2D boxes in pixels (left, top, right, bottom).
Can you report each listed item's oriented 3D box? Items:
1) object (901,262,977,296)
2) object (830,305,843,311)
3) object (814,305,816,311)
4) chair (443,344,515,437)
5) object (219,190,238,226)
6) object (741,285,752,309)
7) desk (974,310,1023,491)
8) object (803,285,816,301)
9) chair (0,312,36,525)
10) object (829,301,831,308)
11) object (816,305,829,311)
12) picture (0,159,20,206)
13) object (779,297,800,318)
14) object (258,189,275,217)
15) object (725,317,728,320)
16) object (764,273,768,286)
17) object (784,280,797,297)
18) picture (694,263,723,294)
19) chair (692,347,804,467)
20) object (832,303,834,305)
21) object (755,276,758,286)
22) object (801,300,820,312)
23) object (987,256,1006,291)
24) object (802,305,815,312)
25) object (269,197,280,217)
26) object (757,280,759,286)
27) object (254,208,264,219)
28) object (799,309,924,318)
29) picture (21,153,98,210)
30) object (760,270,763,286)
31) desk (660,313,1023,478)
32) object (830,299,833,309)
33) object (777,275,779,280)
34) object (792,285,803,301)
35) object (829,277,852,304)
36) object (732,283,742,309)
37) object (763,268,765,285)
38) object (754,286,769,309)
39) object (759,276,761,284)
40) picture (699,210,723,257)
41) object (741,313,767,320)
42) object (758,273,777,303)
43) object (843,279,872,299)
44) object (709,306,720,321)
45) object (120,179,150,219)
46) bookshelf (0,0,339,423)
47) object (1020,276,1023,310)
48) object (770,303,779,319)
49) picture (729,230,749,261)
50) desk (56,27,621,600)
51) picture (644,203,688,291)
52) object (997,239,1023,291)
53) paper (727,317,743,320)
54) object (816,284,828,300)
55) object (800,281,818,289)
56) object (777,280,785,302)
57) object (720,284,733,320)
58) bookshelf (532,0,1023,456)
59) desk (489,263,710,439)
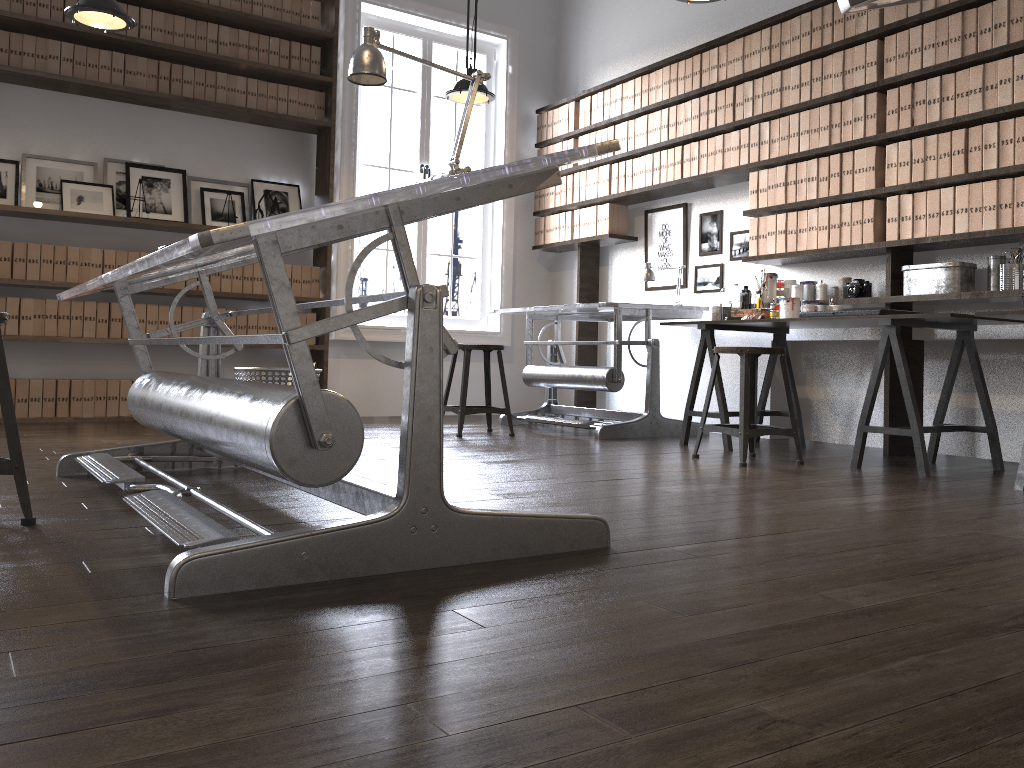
[{"bbox_3d":[2.069,-0.501,4.297,0.193,0.152,0.317,1,1,-33],"label":"object"},{"bbox_3d":[1.674,-0.359,4.574,0.062,0.094,0.062,1,-1,16],"label":"object"},{"bbox_3d":[1.594,-0.363,4.643,0.044,0.101,0.045,2,-1,-33],"label":"object"},{"bbox_3d":[-0.208,0.036,5.130,0.358,0.528,0.371,2,-1,-25],"label":"chair"},{"bbox_3d":[-1.868,-1.148,5.842,0.124,0.260,0.040,2,-2,-33],"label":"object"},{"bbox_3d":[1.333,-0.447,5.056,0.068,0.230,0.069,2,-2,-36],"label":"object"},{"bbox_3d":[2.493,0.091,2.865,0.655,0.670,1.669,1,1,-33],"label":"desk"},{"bbox_3d":[1.637,-0.498,4.874,0.062,0.093,0.063,1,-1,43],"label":"object"},{"bbox_3d":[-1.405,0.084,2.139,0.358,0.528,0.371,1,-1,35],"label":"chair"},{"bbox_3d":[1.657,-0.382,4.642,0.005,0.118,0.036,3,-2,-39],"label":"object"},{"bbox_3d":[1.609,-0.361,4.587,0.062,0.093,0.063,1,-1,16],"label":"object"},{"bbox_3d":[-3.091,-1.193,5.277,0.266,0.315,0.058,2,-1,-33],"label":"picture"},{"bbox_3d":[1.471,-0.386,4.694,0.104,0.142,0.105,2,-1,-41],"label":"object"},{"bbox_3d":[-1.661,-1.169,5.987,0.118,0.304,0.040,2,-2,-33],"label":"object"},{"bbox_3d":[1.205,-0.350,4.911,0.049,0.037,0.049,1,0,-36],"label":"object"},{"bbox_3d":[1.378,-0.512,4.859,0.006,0.193,0.055,2,-2,-34],"label":"object"},{"bbox_3d":[1.588,-0.527,5.056,0.070,0.130,0.070,1,-1,5],"label":"object"},{"bbox_3d":[1.286,-0.687,5.779,0.023,0.184,0.251,2,0,-33],"label":"picture"},{"bbox_3d":[1.079,0.097,4.045,0.358,0.528,0.371,2,-1,-25],"label":"chair"},{"bbox_3d":[1.673,-0.373,4.654,0.004,0.103,0.035,3,-2,-40],"label":"object"},{"bbox_3d":[1.364,-0.506,4.873,0.008,0.186,0.071,2,-1,-32],"label":"object"},{"bbox_3d":[1.587,-0.378,4.712,0.094,0.128,0.095,2,0,-29],"label":"object"},{"bbox_3d":[2.270,-0.504,4.148,0.079,0.188,0.078,1,-1,36],"label":"object"},{"bbox_3d":[1.542,-0.363,4.609,0.062,0.094,0.062,1,-1,7],"label":"object"},{"bbox_3d":[-1.618,-1.148,6.047,0.110,0.262,0.040,2,-2,-33],"label":"object"},{"bbox_3d":[1.358,-0.493,4.862,0.037,0.154,0.005,2,-2,-37],"label":"object"},{"bbox_3d":[-1.694,-1.098,5.923,0.066,0.166,0.040,2,-1,-33],"label":"object"},{"bbox_3d":[1.595,-0.314,4.063,0.312,0.033,0.446,0,2,-33],"label":"object"},{"bbox_3d":[-2.783,-1.214,5.454,0.415,0.366,0.083,1,-1,-33],"label":"picture"},{"bbox_3d":[1.364,-0.518,4.854,0.007,0.214,0.055,1,-1,2],"label":"object"},{"bbox_3d":[1.534,0.028,4.346,0.655,0.670,1.669,1,1,-33],"label":"desk"},{"bbox_3d":[1.666,-0.381,4.638,0.004,0.133,0.029,3,-2,-38],"label":"object"},{"bbox_3d":[1.547,-0.560,5.186,0.041,0.163,0.005,3,-2,-41],"label":"object"},{"bbox_3d":[1.587,-0.501,4.924,0.062,0.094,0.062,1,-1,43],"label":"object"},{"bbox_3d":[1.764,-0.493,4.751,0.107,0.162,0.236,1,0,23],"label":"object"},{"bbox_3d":[1.262,-0.452,5.010,0.068,0.238,0.069,2,-2,-36],"label":"object"},{"bbox_3d":[1.381,-0.526,4.871,0.021,0.228,0.007,2,-2,-21],"label":"object"},{"bbox_3d":[1.503,-0.480,4.891,0.344,0.146,0.077,1,-1,-10],"label":"object"},{"bbox_3d":[1.356,-0.503,4.873,0.022,0.180,0.005,2,-2,-10],"label":"object"},{"bbox_3d":[1.299,-0.981,5.779,0.022,0.285,0.201,2,-1,-34],"label":"picture"},{"bbox_3d":[1.266,-0.345,4.662,0.132,0.050,0.197,1,1,-4],"label":"object"},{"bbox_3d":[1.470,-0.549,5.103,0.107,0.177,0.106,2,-1,-31],"label":"object"},{"bbox_3d":[1.798,-0.496,4.643,0.091,0.109,0.171,2,0,-33],"label":"object"},{"bbox_3d":[1.151,-0.389,5.021,0.068,0.104,0.068,2,-1,-28],"label":"object"},{"bbox_3d":[-2.346,-1.153,5.517,0.174,0.260,0.040,2,-1,-33],"label":"object"},{"bbox_3d":[-2.404,-0.917,5.661,2.471,3.728,0.412,2,-1,-33],"label":"bookshelf"},{"bbox_3d":[2.195,-0.348,3.530,0.284,0.161,0.204,1,1,-33],"label":"object"},{"bbox_3d":[1.402,-0.375,4.729,0.049,0.112,0.049,2,-1,-36],"label":"object"},{"bbox_3d":[1.458,-0.868,5.525,0.023,0.184,0.251,2,0,-33],"label":"picture"},{"bbox_3d":[-0.665,-0.347,2.664,1.075,1.388,2.281,2,0,-33],"label":"desk"},{"bbox_3d":[1.062,-0.938,6.122,0.040,0.575,0.415,2,-1,-33],"label":"picture"},{"bbox_3d":[2.283,-0.547,3.988,0.181,0.272,0.156,1,-1,41],"label":"object"},{"bbox_3d":[1.212,-0.346,4.784,0.155,0.038,0.137,3,2,42],"label":"paper"},{"bbox_3d":[1.690,-0.496,4.833,0.062,0.094,0.062,1,-1,43],"label":"object"},{"bbox_3d":[1.673,-0.513,4.996,0.094,0.128,0.095,1,0,-3],"label":"object"},{"bbox_3d":[1.548,-0.530,5.114,0.051,0.140,0.050,2,-1,-35],"label":"object"},{"bbox_3d":[1.202,-0.448,4.971,0.068,0.230,0.069,2,-2,-36],"label":"object"},{"bbox_3d":[2.799,-0.465,3.285,0.373,3.210,9.181,2,0,-33],"label":"bookshelf"},{"bbox_3d":[0.625,-0.250,5.707,1.070,1.099,1.269,1,0,-33],"label":"desk"}]
